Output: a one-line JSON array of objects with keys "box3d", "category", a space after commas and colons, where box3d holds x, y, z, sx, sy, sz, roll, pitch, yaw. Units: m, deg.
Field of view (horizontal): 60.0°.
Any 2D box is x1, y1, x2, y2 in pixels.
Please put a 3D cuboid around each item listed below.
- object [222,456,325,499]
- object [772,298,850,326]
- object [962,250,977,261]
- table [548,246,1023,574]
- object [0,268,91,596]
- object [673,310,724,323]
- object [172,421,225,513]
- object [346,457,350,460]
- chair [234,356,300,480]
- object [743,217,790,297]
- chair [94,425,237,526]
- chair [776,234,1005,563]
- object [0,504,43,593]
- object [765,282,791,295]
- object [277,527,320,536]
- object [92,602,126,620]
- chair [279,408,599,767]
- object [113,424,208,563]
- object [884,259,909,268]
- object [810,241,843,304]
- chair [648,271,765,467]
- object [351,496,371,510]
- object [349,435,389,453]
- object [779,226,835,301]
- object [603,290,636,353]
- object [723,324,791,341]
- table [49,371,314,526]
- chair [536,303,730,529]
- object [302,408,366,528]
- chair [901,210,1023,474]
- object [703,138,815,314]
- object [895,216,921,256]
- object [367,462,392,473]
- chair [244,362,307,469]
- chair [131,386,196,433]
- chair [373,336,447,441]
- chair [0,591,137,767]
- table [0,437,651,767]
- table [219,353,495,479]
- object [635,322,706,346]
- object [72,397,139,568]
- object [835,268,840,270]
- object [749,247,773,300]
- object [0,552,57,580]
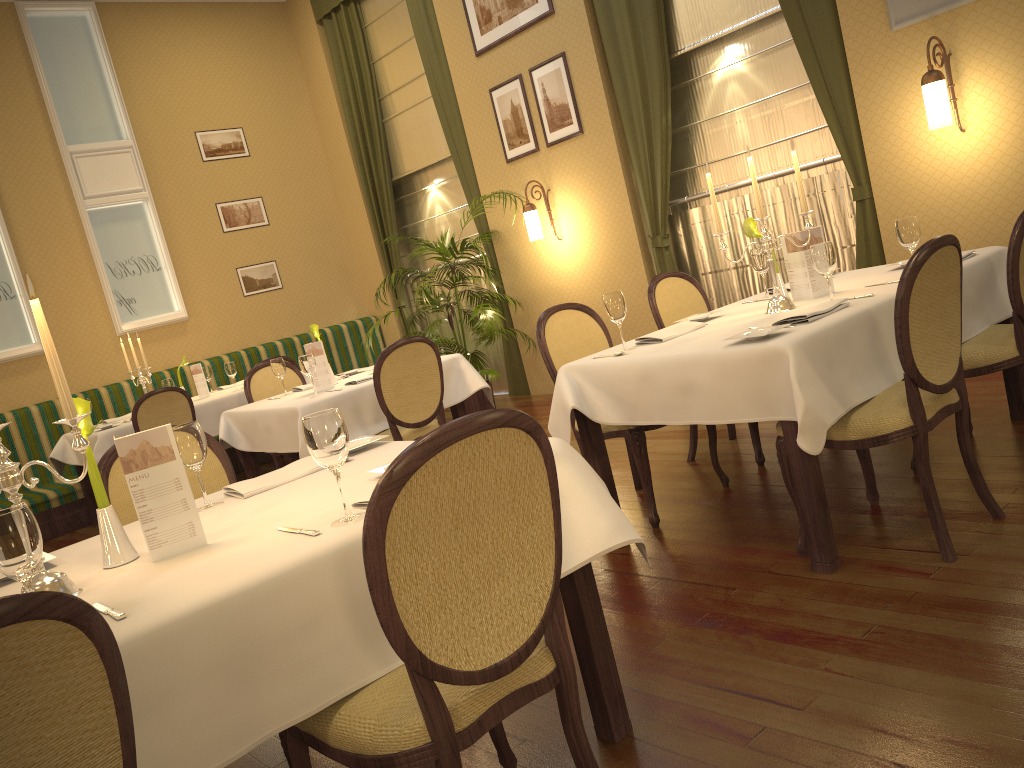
[{"box3d": [-0.650, 0.258, 2.468, 0.273, 0.033, 0.142, -20, 9, -39], "category": "object"}, {"box3d": [1.031, -0.245, 3.059, 0.273, 0.033, 0.142, -20, 9, -39], "category": "object"}, {"box3d": [1.762, -0.500, 3.610, 0.273, 0.024, 0.142, -20, 9, -39], "category": "object"}, {"box3d": [1.278, 0.021, 3.627, 2.152, 0.759, 1.385, -20, 9, -38], "category": "table"}, {"box3d": [-1.000, 0.123, 1.728, 0.390, 0.655, 0.131, -15, 7, -5], "category": "object"}, {"box3d": [0.794, -0.276, 3.755, 0.160, 0.024, 0.160, -20, 9, -39], "category": "object"}, {"box3d": [-0.832, 0.217, 2.335, 0.088, 0.229, 0.088, -13, 7, 9], "category": "object"}, {"box3d": [-0.516, 0.218, 2.560, 0.038, 0.015, 0.181, -20, 9, -37], "category": "object"}, {"box3d": [-1.857, 0.279, 6.873, 0.530, 0.955, 0.571, -20, 9, -38], "category": "chair"}, {"box3d": [1.045, -0.507, 3.637, 0.076, 0.375, 0.163, -16, 8, -17], "category": "object"}, {"box3d": [-0.894, 0.590, 2.732, 0.530, 0.955, 0.571, -20, 9, -38], "category": "chair"}, {"box3d": [1.200, 0.041, 2.882, 0.530, 0.955, 0.571, -20, 9, -38], "category": "chair"}, {"box3d": [-0.833, 0.327, 1.515, 0.088, 0.229, 0.088, -14, 7, 3], "category": "object"}, {"box3d": [1.315, -0.461, 4.133, 0.273, 0.033, 0.142, -20, 9, -39], "category": "object"}, {"box3d": [-0.444, 0.301, 1.826, 0.017, 0.010, 0.185, -20, 9, -38], "category": "object"}, {"box3d": [-0.726, 0.404, 1.588, 0.017, 0.010, 0.185, -20, 9, -38], "category": "object"}, {"box3d": [-0.145, 0.533, 1.742, 0.530, 0.955, 0.571, -20, 9, -38], "category": "chair"}, {"box3d": [-0.781, 0.239, 1.897, 0.166, 0.277, 0.081, -11, 8, 22], "category": "object"}, {"box3d": [1.719, -0.518, 3.821, 0.160, 0.024, 0.160, -20, 9, -39], "category": "object"}, {"box3d": [1.131, -0.392, 3.181, 0.088, 0.229, 0.088, -13, 7, 9], "category": "object"}, {"box3d": [1.070, -0.129, 4.397, 0.530, 0.955, 0.571, -20, 9, -38], "category": "chair"}, {"box3d": [-0.203, 0.219, 1.945, 0.273, 0.024, 0.142, -20, 9, -39], "category": "object"}, {"box3d": [-0.470, 0.190, 2.659, 0.160, 0.024, 0.160, -20, 9, -39], "category": "object"}, {"box3d": [1.184, -0.479, 3.563, 0.166, 0.277, 0.081, -11, 8, 22], "category": "object"}, {"box3d": [0.409, -0.238, 3.394, 0.088, 0.229, 0.088, -13, 7, 9], "category": "object"}, {"box3d": [0.793, -0.157, 2.864, 0.160, 0.024, 0.160, -20, 9, -39], "category": "object"}, {"box3d": [-2.419, 0.488, 7.118, 2.152, 0.759, 1.385, -20, 9, -38], "category": "table"}, {"box3d": [0.502, 0.079, 3.916, 0.530, 0.955, 0.571, -20, 9, -38], "category": "chair"}, {"box3d": [-0.359, 0.169, 1.803, 0.088, 0.229, 0.088, -13, 7, 9], "category": "object"}, {"box3d": [1.819, -0.185, 3.407, 0.530, 0.955, 0.571, -20, 9, -38], "category": "chair"}, {"box3d": [0.965, -0.595, 3.394, 0.390, 0.655, 0.131, -12, 8, 17], "category": "object"}, {"box3d": [1.534, -0.524, 3.408, 0.088, 0.229, 0.088, -13, 7, 9], "category": "object"}, {"box3d": [-0.245, 0.200, 2.156, 0.160, 0.024, 0.160, -20, 9, -39], "category": "object"}, {"box3d": [-1.355, 0.298, 5.785, 0.530, 0.955, 0.571, -20, 9, -38], "category": "chair"}, {"box3d": [-2.497, 0.508, 6.374, 0.530, 0.955, 0.571, -20, 9, -38], "category": "chair"}, {"box3d": [-0.606, 0.241, 4.795, 0.530, 0.955, 0.571, -20, 9, -38], "category": "chair"}, {"box3d": [-0.749, 0.762, 1.172, 0.571, 0.955, 0.530, -10, 9, 31], "category": "chair"}, {"box3d": [-0.687, 0.740, 1.962, 2.152, 0.759, 1.385, -20, 9, -38], "category": "table"}, {"box3d": [-0.890, 0.351, 5.251, 1.395, 0.759, 1.389, -20, 9, -37], "category": "table"}, {"box3d": [0.626, -0.202, 3.500, 0.273, 0.033, 0.142, -20, 9, -39], "category": "object"}, {"box3d": [-0.919, 0.212, 1.971, 0.076, 0.375, 0.163, -16, 8, -17], "category": "object"}, {"box3d": [1.494, -0.529, 4.325, 0.160, 0.024, 0.160, -20, 9, -39], "category": "object"}, {"box3d": [1.133, -0.502, 4.001, 0.088, 0.229, 0.088, -13, 7, 9], "category": "object"}, {"box3d": [-1.171, 0.443, 2.089, 0.160, 0.024, 0.160, -20, 9, -39], "category": "object"}]
